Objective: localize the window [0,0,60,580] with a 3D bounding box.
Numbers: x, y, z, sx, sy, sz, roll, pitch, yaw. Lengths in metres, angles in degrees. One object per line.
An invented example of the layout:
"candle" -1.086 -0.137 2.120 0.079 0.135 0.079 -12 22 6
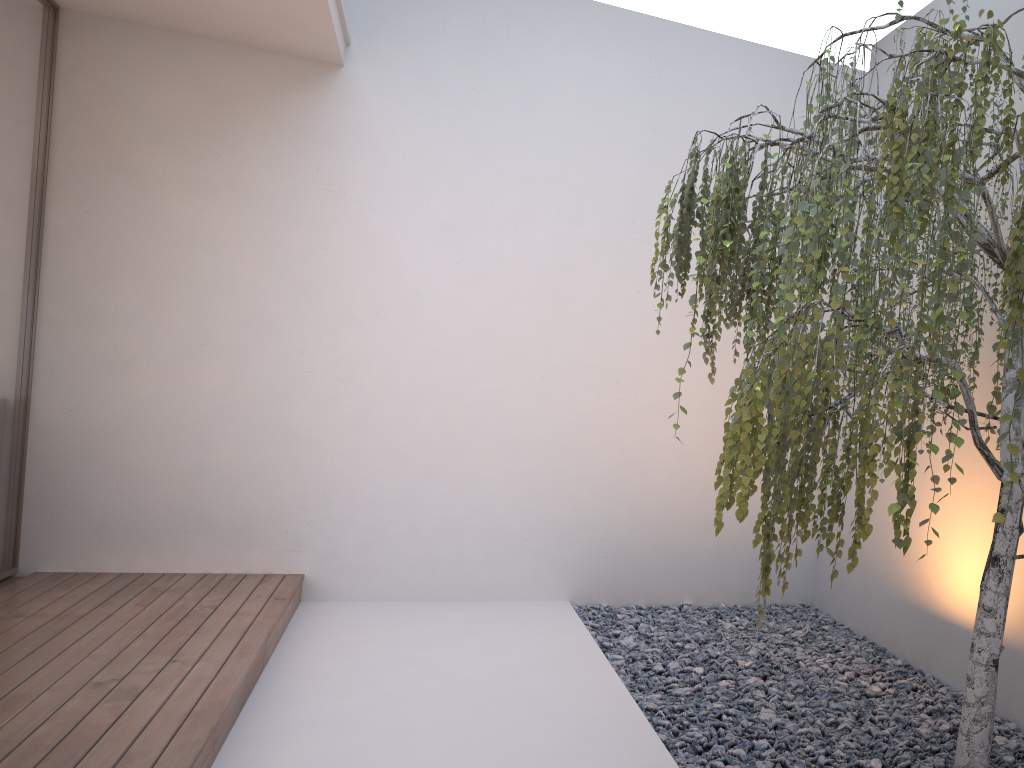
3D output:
"window" -1.867 -0.392 1.519 0.066 2.472 4.326 4 0 -6

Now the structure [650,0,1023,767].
"structure" 1.398 -0.672 2.562 1.953 3.997 2.185 4 2 -16
